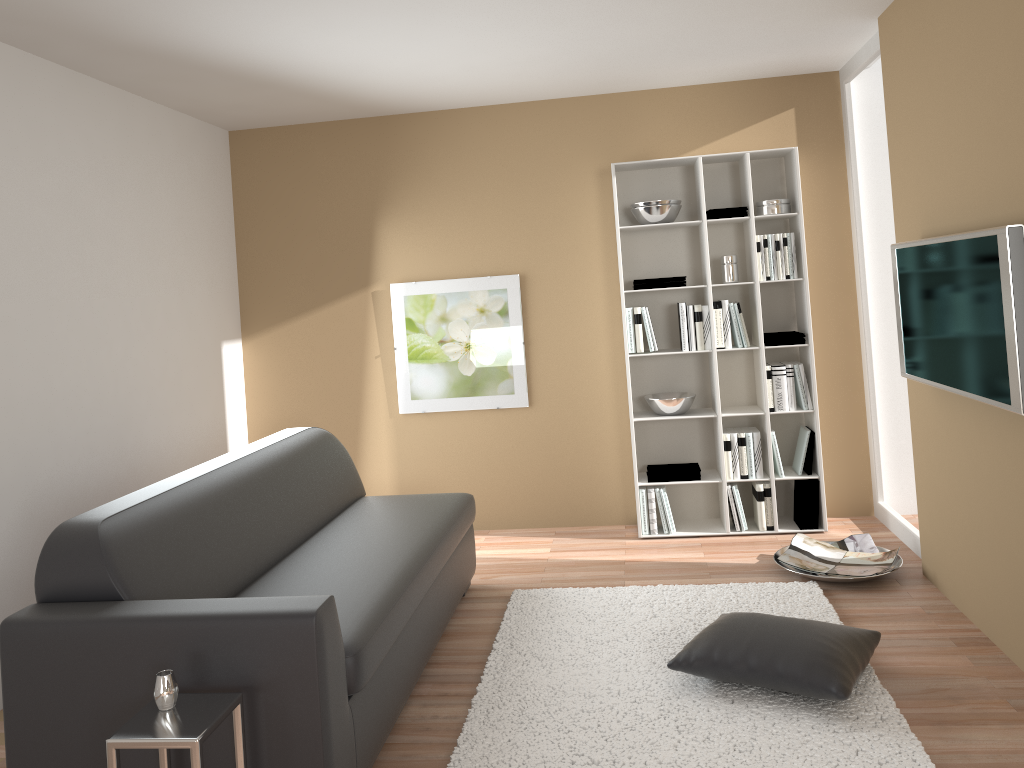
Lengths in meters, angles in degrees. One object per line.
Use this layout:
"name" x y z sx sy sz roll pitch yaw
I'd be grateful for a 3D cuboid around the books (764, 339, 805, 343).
"books" 1.550 -0.256 5.066 0.210 0.006 0.299 -3 6 7

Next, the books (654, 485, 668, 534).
"books" 0.862 0.709 5.095 0.060 0.260 0.208 -4 1 8

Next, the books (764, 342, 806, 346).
"books" 1.551 -0.240 5.067 0.210 0.006 0.299 -3 6 7

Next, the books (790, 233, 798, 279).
"books" 1.593 -0.729 5.024 0.020 0.259 0.208 -4 1 8

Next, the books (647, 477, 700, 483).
"books" 0.937 0.542 5.110 0.297 0.007 0.211 -3 6 7

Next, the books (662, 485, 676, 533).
"books" 0.906 0.706 5.101 0.058 0.258 0.208 -4 1 8

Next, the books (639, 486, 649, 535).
"books" 0.766 0.716 5.111 0.040 0.259 0.208 -4 1 8

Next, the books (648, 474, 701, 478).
"books" 0.937 0.514 5.111 0.297 0.006 0.211 -3 6 7

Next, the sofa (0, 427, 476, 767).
"sofa" -0.782 0.722 3.448 0.950 0.833 2.270 -4 5 8

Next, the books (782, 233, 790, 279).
"books" 1.551 -0.726 5.029 0.020 0.259 0.208 -4 1 8

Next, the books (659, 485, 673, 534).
"books" 0.887 0.710 5.087 0.058 0.258 0.208 -4 1 8

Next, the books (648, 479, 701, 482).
"books" 0.938 0.537 5.111 0.297 0.006 0.211 -3 6 7

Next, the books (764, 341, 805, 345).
"books" 1.551 -0.245 5.067 0.210 0.006 0.299 -3 6 7

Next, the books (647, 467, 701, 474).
"books" 0.938 0.492 5.110 0.297 0.007 0.211 -3 6 7

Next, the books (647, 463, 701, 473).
"books" 0.938 0.487 5.112 0.297 0.006 0.211 -3 6 7

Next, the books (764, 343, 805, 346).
"books" 1.550 -0.234 5.068 0.210 0.007 0.299 -3 6 7

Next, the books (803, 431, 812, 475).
"books" 1.680 0.380 5.024 0.043 0.238 0.211 -4 2 8

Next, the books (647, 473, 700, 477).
"books" 0.935 0.509 5.110 0.297 0.006 0.211 -3 6 9

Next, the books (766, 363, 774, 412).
"books" 1.455 0.018 5.033 0.040 0.259 0.208 -4 1 8

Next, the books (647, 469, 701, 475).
"books" 0.936 0.497 5.115 0.297 0.008 0.211 -3 6 7

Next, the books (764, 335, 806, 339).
"books" 1.552 -0.278 5.067 0.210 0.008 0.299 -3 6 7

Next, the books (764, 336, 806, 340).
"books" 1.552 -0.273 5.066 0.210 0.008 0.299 -3 6 7

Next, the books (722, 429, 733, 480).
"books" 1.229 0.400 5.050 0.040 0.259 0.208 -4 1 8

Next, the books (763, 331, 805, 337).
"books" 1.547 -0.289 5.063 0.210 0.006 0.299 -3 6 7

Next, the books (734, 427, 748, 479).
"books" 1.313 0.395 5.044 0.040 0.259 0.208 -4 1 8

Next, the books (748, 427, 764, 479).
"books" 1.395 0.390 5.035 0.040 0.259 0.208 -4 1 8

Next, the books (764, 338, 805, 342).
"books" 1.549 -0.262 5.066 0.210 0.006 0.299 -3 6 7

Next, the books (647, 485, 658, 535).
"books" 0.812 0.714 5.099 0.040 0.259 0.208 -4 1 8

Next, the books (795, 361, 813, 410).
"books" 1.654 0.006 5.012 0.060 0.260 0.208 -4 1 8

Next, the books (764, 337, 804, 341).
"books" 1.548 -0.268 5.068 0.210 0.006 0.299 -3 6 9

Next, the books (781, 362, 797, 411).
"books" 1.578 0.010 5.027 0.040 0.259 0.208 -4 1 8

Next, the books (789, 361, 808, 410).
"books" 1.629 0.007 5.016 0.060 0.260 0.208 -4 1 8

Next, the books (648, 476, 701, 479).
"books" 0.938 0.520 5.111 0.297 0.006 0.211 -3 6 7

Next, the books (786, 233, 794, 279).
"books" 1.571 -0.728 5.027 0.020 0.259 0.208 -4 1 8

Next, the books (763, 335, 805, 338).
"books" 1.546 -0.283 5.064 0.210 0.007 0.299 -3 6 7

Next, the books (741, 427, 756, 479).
"books" 1.353 0.393 5.040 0.040 0.259 0.208 -4 1 8

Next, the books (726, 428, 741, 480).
"books" 1.272 0.397 5.052 0.040 0.259 0.208 -4 1 8

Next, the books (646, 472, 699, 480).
"books" 0.935 0.525 5.112 0.297 0.007 0.211 -3 6 6

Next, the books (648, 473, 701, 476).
"books" 0.936 0.503 5.115 0.297 0.008 0.211 -3 6 7

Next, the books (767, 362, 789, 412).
"books" 1.516 0.015 5.021 0.076 0.259 0.208 -4 1 8

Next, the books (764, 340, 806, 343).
"books" 1.551 -0.251 5.069 0.210 0.007 0.299 -3 6 6

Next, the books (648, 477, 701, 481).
"books" 0.937 0.531 5.111 0.297 0.006 0.211 -3 6 7
